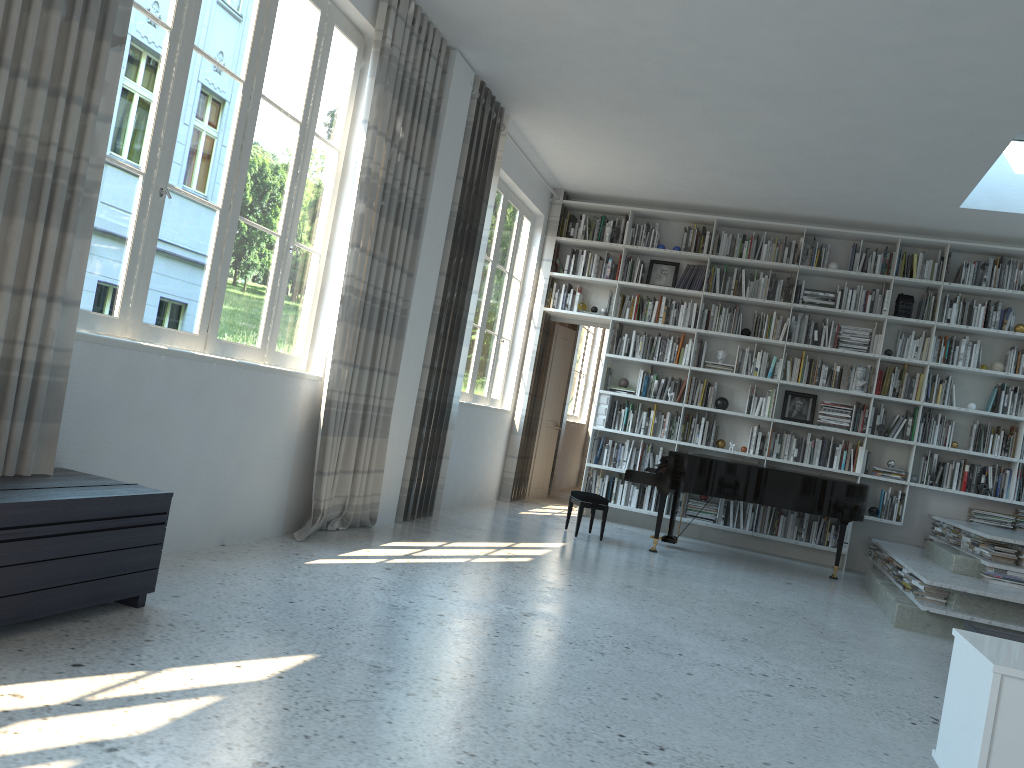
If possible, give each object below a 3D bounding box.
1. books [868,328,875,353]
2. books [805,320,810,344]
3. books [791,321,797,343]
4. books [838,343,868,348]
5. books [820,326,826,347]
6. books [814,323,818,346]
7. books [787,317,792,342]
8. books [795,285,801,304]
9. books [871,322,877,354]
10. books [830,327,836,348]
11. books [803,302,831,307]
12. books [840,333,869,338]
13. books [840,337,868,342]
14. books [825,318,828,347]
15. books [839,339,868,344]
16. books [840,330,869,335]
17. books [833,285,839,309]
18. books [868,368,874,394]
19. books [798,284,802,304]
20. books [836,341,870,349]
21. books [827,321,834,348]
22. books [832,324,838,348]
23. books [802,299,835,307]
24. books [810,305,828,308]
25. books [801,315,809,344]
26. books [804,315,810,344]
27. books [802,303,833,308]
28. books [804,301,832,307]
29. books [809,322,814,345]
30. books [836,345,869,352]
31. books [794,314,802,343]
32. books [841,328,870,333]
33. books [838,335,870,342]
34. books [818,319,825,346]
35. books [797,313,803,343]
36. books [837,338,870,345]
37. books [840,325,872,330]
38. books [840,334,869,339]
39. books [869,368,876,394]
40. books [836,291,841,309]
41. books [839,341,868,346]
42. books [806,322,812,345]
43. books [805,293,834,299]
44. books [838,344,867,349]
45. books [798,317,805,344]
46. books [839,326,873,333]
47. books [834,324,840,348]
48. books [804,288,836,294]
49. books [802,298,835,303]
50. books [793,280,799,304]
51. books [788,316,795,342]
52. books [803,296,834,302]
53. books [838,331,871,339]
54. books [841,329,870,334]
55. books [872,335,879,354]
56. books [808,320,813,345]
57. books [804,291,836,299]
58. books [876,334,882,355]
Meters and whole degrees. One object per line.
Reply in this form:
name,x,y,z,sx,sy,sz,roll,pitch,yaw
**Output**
books,3.377,-0.389,8.339,0.012,0.254,0.161,10,-1,16
books,2.834,-0.479,8.511,0.011,0.252,0.153,10,-1,16
books,2.718,-0.486,8.557,0.027,0.228,0.147,10,-1,16
books,3.223,-0.354,8.398,0.254,0.012,0.161,10,-2,15
books,2.968,-0.439,8.468,0.024,0.216,0.148,10,-1,16
books,2.904,-0.460,8.481,0.066,0.236,0.154,10,-1,16
books,2.676,-0.506,8.565,0.012,0.254,0.161,10,-1,16
books,2.749,-0.840,8.547,0.027,0.201,0.167,10,-1,16
books,3.399,-0.418,8.352,0.012,0.319,0.140,10,-1,16
books,3.050,-0.424,8.448,0.024,0.216,0.132,10,-1,16
books,2.928,-0.750,8.499,0.254,0.012,0.161,9,-2,21
books,3.239,-0.449,8.397,0.254,0.012,0.161,9,-2,18
books,3.234,-0.413,8.399,0.254,0.012,0.161,10,-2,17
books,3.001,-0.471,8.463,0.049,0.291,0.162,10,-1,16
books,3.229,-0.390,8.396,0.254,0.012,0.161,10,-2,14
books,3.242,-0.474,8.392,0.254,0.012,0.161,9,-2,21
books,3.090,-0.809,8.456,0.012,0.254,0.161,10,-1,16
books,3.364,-0.021,8.337,0.014,0.261,0.137,10,-1,16
books,2.773,-0.844,8.554,0.013,0.218,0.141,10,-1,16
books,3.224,-0.366,8.393,0.285,0.012,0.159,10,-2,13
books,3.029,-0.455,8.440,0.021,0.269,0.191,10,-1,16
books,3.068,-0.436,8.435,0.015,0.245,0.183,10,-1,16
books,2.933,-0.774,8.504,0.285,0.012,0.159,10,-2,13
books,2.924,-0.726,8.501,0.254,0.012,0.161,9,-2,20
books,2.810,-0.505,8.525,0.029,0.295,0.151,10,-1,16
books,2.827,-0.505,8.512,0.011,0.300,0.179,10,-1,16
books,2.927,-0.738,8.503,0.285,0.012,0.159,9,-2,19
books,2.931,-0.762,8.504,0.254,0.012,0.161,10,-2,13
books,2.869,-0.467,8.498,0.011,0.239,0.147,10,-1,16
books,3.219,-0.330,8.397,0.285,0.012,0.159,10,-2,17
books,2.745,-0.517,8.533,0.026,0.297,0.179,10,-1,16
books,3.249,-0.499,8.402,0.254,0.012,0.161,10,-2,16
books,3.235,-0.426,8.395,0.285,0.012,0.159,9,-2,19
books,2.954,-0.476,8.481,0.022,0.285,0.131,10,-1,16
books,2.770,-0.520,8.546,0.014,0.313,0.133,10,-1,16
books,3.232,-0.401,8.399,0.285,0.012,0.159,10,-2,17
books,3.252,-0.523,8.399,0.285,0.012,0.159,9,-2,18
books,3.237,-0.437,8.395,0.254,0.012,0.161,10,-2,13
books,3.384,-0.019,8.339,0.023,0.264,0.107,10,-1,16
books,3.100,-0.773,8.446,0.025,0.187,0.193,10,-1,16
books,3.227,-0.378,8.396,0.254,0.012,0.161,9,-2,18
books,2.844,-0.468,8.508,0.014,0.233,0.147,10,-1,16
books,2.943,-0.827,8.502,0.254,0.025,0.161,10,-2,12
books,3.222,-0.342,8.399,0.254,0.012,0.161,10,-2,16
books,2.777,-0.496,8.515,0.025,0.266,0.185,10,-1,16
books,3.248,-0.511,8.392,0.285,0.012,0.159,10,-2,11
books,3.078,-0.436,8.419,0.013,0.247,0.176,10,-1,16
books,2.955,-0.875,8.512,0.285,0.024,0.159,10,-2,16
books,2.936,-0.786,8.506,0.285,0.012,0.159,10,-2,14
books,2.740,-0.867,8.572,0.012,0.254,0.161,10,-1,16
books,2.693,-0.510,8.550,0.026,0.267,0.171,10,-1,16
books,2.938,-0.803,8.499,0.285,0.024,0.159,9,-2,21
books,3.242,-0.461,8.400,0.285,0.012,0.159,10,-2,15
books,3.246,-0.487,8.398,0.254,0.012,0.161,9,-2,18
books,3.407,-0.355,8.342,0.029,0.198,0.172,10,-1,16
books,2.858,-0.474,8.500,0.014,0.250,0.173,10,-1,16
books,2.949,-0.851,8.507,0.285,0.024,0.159,9,-2,18
books,3.438,-0.353,8.339,0.030,0.205,0.158,10,-1,16
